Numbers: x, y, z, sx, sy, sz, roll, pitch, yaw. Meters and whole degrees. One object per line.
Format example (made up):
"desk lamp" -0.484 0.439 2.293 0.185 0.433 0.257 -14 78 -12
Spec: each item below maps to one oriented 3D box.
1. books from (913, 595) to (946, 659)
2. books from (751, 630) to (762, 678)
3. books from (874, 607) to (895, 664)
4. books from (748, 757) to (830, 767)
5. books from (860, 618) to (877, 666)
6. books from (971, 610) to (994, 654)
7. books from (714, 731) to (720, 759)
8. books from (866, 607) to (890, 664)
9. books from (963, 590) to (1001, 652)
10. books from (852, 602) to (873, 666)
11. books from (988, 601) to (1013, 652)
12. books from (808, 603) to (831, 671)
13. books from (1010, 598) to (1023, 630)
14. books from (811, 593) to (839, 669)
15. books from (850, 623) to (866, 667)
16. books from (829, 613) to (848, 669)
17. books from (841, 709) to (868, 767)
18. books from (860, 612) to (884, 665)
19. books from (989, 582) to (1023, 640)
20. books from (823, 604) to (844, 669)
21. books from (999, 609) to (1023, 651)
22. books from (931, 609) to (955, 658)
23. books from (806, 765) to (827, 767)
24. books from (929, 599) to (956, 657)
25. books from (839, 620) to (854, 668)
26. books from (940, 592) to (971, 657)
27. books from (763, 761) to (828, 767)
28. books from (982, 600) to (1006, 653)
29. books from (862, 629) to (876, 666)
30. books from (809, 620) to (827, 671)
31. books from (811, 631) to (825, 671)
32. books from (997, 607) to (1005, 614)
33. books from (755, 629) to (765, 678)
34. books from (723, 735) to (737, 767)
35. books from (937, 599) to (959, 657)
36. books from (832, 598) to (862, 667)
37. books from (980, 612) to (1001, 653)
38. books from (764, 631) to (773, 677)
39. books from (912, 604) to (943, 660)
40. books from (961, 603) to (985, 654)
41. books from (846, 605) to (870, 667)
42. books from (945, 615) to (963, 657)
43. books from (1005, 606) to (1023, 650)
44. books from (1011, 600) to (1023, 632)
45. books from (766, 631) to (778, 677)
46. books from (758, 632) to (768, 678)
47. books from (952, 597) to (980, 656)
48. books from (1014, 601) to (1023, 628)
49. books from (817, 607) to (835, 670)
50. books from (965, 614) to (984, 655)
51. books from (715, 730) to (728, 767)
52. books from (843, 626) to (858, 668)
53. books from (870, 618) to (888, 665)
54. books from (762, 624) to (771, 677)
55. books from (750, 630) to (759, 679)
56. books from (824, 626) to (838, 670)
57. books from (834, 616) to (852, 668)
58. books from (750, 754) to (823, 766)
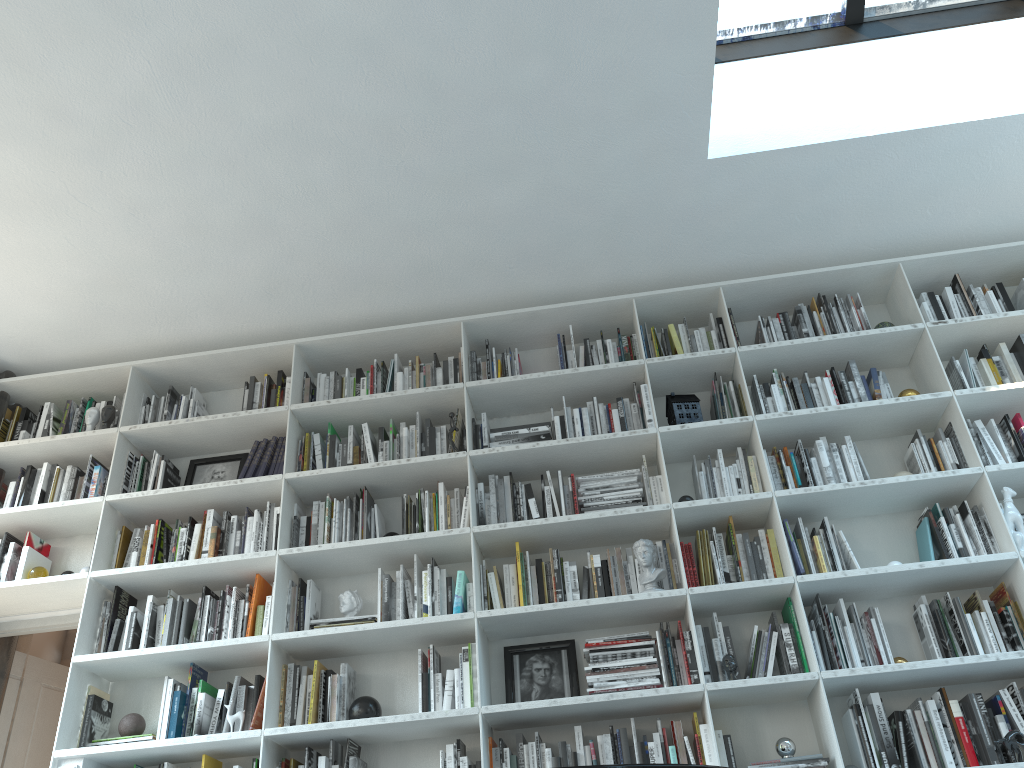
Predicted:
"books" 1.639 0.989 3.472 0.016 0.288 0.132 -7 -33 4
"books" 0.949 1.098 3.473 0.089 0.209 0.176 -7 -33 4
"books" 1.440 1.023 3.462 0.013 0.250 0.173 -7 -33 4
"books" 1.001 1.395 3.225 0.285 0.012 0.160 -10 -34 7
"books" 1.389 1.045 3.464 0.008 0.221 0.134 -7 -33 4
"books" 1.796 0.995 3.414 0.015 0.194 0.176 -7 -33 4
"books" 0.765 1.406 3.328 0.012 0.283 0.160 -7 -33 4
"books" 1.426 1.020 3.465 0.014 0.259 0.142 -7 -33 4
"books" 1.822 0.958 3.433 0.006 0.272 0.174 -7 -33 4
"books" 1.367 1.022 3.483 0.006 0.283 0.160 -7 -33 4
"books" 1.872 0.976 3.428 0.021 0.230 0.156 -7 -33 4
"books" 1.211 1.032 3.488 0.018 0.293 0.178 -7 -33 4
"books" 1.944 0.969 3.435 0.019 0.239 0.135 -7 -33 4
"books" 1.243 1.017 3.511 0.007 0.340 0.150 -7 -33 4
"books" 1.337 1.058 3.459 0.013 0.202 0.168 -7 -33 4
"books" 1.265 1.041 3.466 0.013 0.247 0.166 -7 -33 4
"books" 1.270 1.350 3.277 0.012 0.252 0.161 -7 -33 4
"books" 1.398 1.032 3.460 0.015 0.237 0.177 -7 -33 4
"books" 1.926 0.933 3.428 0.007 0.294 0.163 -7 -33 4
"books" 1.254 1.026 3.474 0.005 0.282 0.160 -7 -33 4
"books" 1.889 0.980 3.391 0.016 0.179 0.190 -7 -33 4
"books" 1.653 1.003 3.427 0.016 0.214 0.178 -7 -33 4
"books" 1.003 1.416 3.213 0.254 0.012 0.161 -10 -34 8
"books" 1.669 0.989 3.451 0.015 0.260 0.150 -7 -33 4
"books" 1.290 1.052 3.458 0.013 0.217 0.161 -7 -33 4
"books" 1.724 0.976 3.457 0.007 0.283 0.160 -7 -33 4
"books" 1.000 1.400 3.211 0.254 0.012 0.161 -7 -34 4
"books" 1.835 0.974 3.419 0.018 0.228 0.183 -7 -33 4
"books" 1.380 1.064 3.452 0.013 0.178 0.141 -7 -33 4
"books" 1.201 1.065 3.485 0.011 0.238 0.137 -7 -33 4
"books" 1.188 1.083 3.465 0.015 0.187 0.169 -7 -33 4
"books" 1.907 0.983 3.420 0.016 0.204 0.142 -7 -33 4
"books" 0.967 1.100 3.493 0.095 0.224 0.145 -7 -33 4
"books" 0.816 1.433 3.306 0.030 0.209 0.137 -7 -33 4
"books" 1.680 0.989 3.448 0.008 0.257 0.159 -7 -33 4
"books" 1.312 1.012 3.472 0.014 0.295 0.176 -7 -33 4
"books" 1.813 0.995 3.406 0.019 0.182 0.191 -7 -33 4
"books" 0.998 1.103 3.491 0.090 0.214 0.140 -7 -33 4
"books" 1.621 1.000 3.452 0.019 0.250 0.131 -7 -33 4
"books" 1.775 0.988 3.446 0.030 0.243 0.136 -7 -33 4
"books" 1.346 1.023 3.466 0.012 0.265 0.184 -7 -33 4
"books" 1.704 1.018 3.449 0.031 0.207 0.123 -7 -33 4
"books" 1.920 0.977 3.410 0.013 0.202 0.159 -7 -33 4
"books" 1.958 0.972 3.436 0.007 0.234 0.132 -7 -33 4
"books" 1.010 1.100 3.478 0.091 0.204 0.170 -7 -33 4
"books" 0.978 1.102 3.485 0.090 0.211 0.144 -7 -33 4
"books" 1.735 0.974 3.426 0.018 0.249 0.185 -7 -33 4
"books" 1.964 0.971 3.425 0.009 0.222 0.147 -7 -33 4
"books" 1.224 1.035 3.482 0.006 0.280 0.156 -7 -33 4
"books" 1.755 1.000 3.405 0.018 0.181 0.183 -7 -33 4
"books" 0.786 1.427 3.311 0.027 0.227 0.142 -7 -33 4
"books" 1.303 1.061 3.444 0.013 0.185 0.185 -7 -33 4
"books" 1.413 1.042 3.448 0.014 0.206 0.181 -7 -33 4
"books" 0.992 1.087 3.490 0.094 0.237 0.150 -7 -33 4
"books" 0.942 1.102 3.489 0.088 0.218 0.139 -7 -33 4
"books" 1.236 1.070 3.466 0.013 0.203 0.154 -7 -33 4
"books" 1.276 1.043 3.450 0.011 0.225 0.189 -7 -33 4
"books" 0.998 1.381 3.226 0.254 0.012 0.161 -12 -34 12
